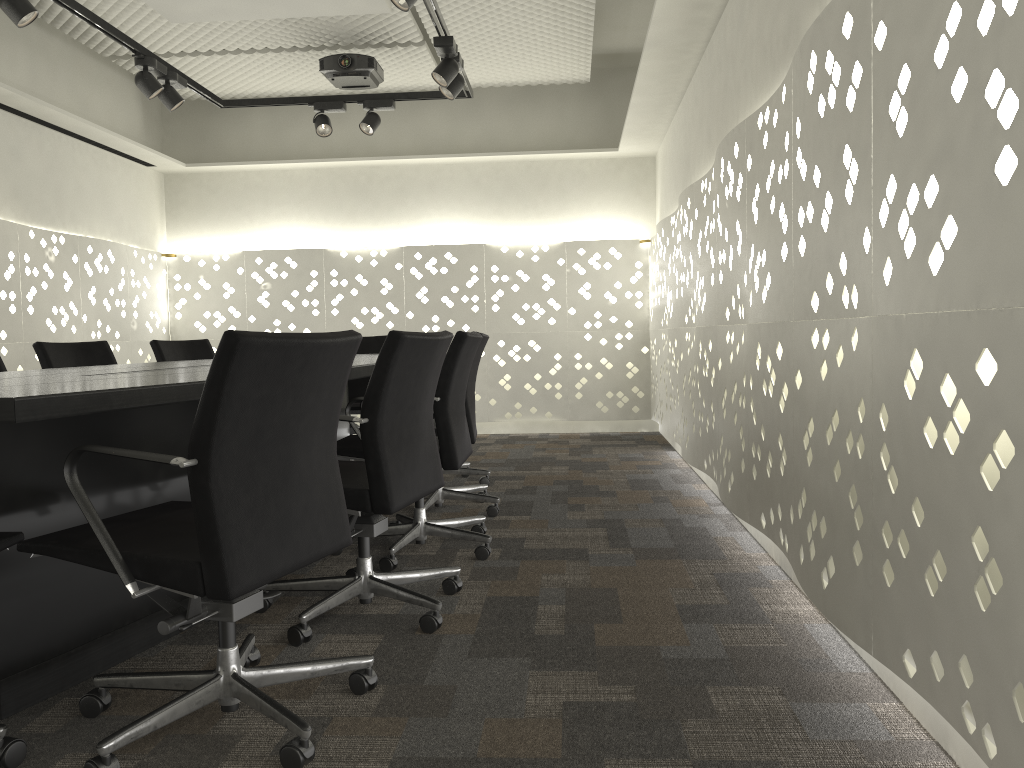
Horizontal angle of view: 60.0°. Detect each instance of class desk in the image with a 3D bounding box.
[{"bbox_3d":[-1.034,0.263,3.126,1.223,0.658,3.364,-1,3,4],"label":"desk"}]

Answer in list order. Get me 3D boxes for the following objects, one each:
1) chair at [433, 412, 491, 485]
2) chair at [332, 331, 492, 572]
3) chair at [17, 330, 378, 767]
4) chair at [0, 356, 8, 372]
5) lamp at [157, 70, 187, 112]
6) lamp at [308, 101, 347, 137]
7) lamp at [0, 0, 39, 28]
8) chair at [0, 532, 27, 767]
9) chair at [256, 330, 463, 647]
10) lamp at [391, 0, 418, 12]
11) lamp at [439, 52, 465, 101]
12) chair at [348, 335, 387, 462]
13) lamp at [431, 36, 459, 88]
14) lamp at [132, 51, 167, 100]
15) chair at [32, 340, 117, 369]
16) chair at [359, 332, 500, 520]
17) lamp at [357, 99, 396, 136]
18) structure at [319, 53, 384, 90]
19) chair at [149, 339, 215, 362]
[{"bbox_3d":[-0.409,0.129,4.388,0.579,0.757,0.559,-2,3,-6],"label":"chair"},{"bbox_3d":[-0.346,0.201,3.039,0.579,0.757,0.559,-1,3,9],"label":"chair"},{"bbox_3d":[-0.579,0.280,1.695,0.579,0.757,0.559,0,3,23],"label":"chair"},{"bbox_3d":[-1.753,0.228,3.136,0.579,0.757,0.559,-1,3,9],"label":"chair"},{"bbox_3d":[-1.678,-1.454,4.386,0.126,0.224,0.213,-1,3,7],"label":"lamp"},{"bbox_3d":[-1.042,-1.501,4.981,0.213,0.224,0.126,-1,3,7],"label":"lamp"},{"bbox_3d":[-1.759,-1.387,3.183,0.126,0.224,0.213,-1,3,7],"label":"lamp"},{"bbox_3d":[-1.168,0.307,1.440,0.559,0.757,0.579,-1,3,9],"label":"chair"},{"bbox_3d":[-0.427,0.240,2.369,0.579,0.757,0.559,0,3,18],"label":"chair"},{"bbox_3d":[-0.373,-1.412,3.065,0.126,0.224,0.213,-1,3,7],"label":"lamp"},{"bbox_3d":[-0.294,-1.477,4.242,0.126,0.224,0.213,-1,3,7],"label":"lamp"},{"bbox_3d":[-0.891,0.113,4.897,0.559,0.757,0.579,-1,3,9],"label":"chair"},{"bbox_3d":[-0.309,-1.465,4.020,0.126,0.224,0.213,-1,3,7],"label":"lamp"},{"bbox_3d":[-1.693,-1.442,4.163,0.126,0.224,0.213,-1,3,7],"label":"lamp"},{"bbox_3d":[-1.664,0.191,3.766,0.579,0.757,0.559,0,3,18],"label":"chair"},{"bbox_3d":[-0.339,0.165,3.708,0.579,0.757,0.559,-1,3,4],"label":"chair"},{"bbox_3d":[-0.758,-1.507,4.971,0.214,0.224,0.118,-2,3,-7],"label":"lamp"},{"bbox_3d":[-0.949,-1.858,5.281,0.327,0.144,0.371,-1,3,4],"label":"structure"},{"bbox_3d":[-1.478,0.148,4.479,0.579,0.757,0.559,0,3,23],"label":"chair"}]
